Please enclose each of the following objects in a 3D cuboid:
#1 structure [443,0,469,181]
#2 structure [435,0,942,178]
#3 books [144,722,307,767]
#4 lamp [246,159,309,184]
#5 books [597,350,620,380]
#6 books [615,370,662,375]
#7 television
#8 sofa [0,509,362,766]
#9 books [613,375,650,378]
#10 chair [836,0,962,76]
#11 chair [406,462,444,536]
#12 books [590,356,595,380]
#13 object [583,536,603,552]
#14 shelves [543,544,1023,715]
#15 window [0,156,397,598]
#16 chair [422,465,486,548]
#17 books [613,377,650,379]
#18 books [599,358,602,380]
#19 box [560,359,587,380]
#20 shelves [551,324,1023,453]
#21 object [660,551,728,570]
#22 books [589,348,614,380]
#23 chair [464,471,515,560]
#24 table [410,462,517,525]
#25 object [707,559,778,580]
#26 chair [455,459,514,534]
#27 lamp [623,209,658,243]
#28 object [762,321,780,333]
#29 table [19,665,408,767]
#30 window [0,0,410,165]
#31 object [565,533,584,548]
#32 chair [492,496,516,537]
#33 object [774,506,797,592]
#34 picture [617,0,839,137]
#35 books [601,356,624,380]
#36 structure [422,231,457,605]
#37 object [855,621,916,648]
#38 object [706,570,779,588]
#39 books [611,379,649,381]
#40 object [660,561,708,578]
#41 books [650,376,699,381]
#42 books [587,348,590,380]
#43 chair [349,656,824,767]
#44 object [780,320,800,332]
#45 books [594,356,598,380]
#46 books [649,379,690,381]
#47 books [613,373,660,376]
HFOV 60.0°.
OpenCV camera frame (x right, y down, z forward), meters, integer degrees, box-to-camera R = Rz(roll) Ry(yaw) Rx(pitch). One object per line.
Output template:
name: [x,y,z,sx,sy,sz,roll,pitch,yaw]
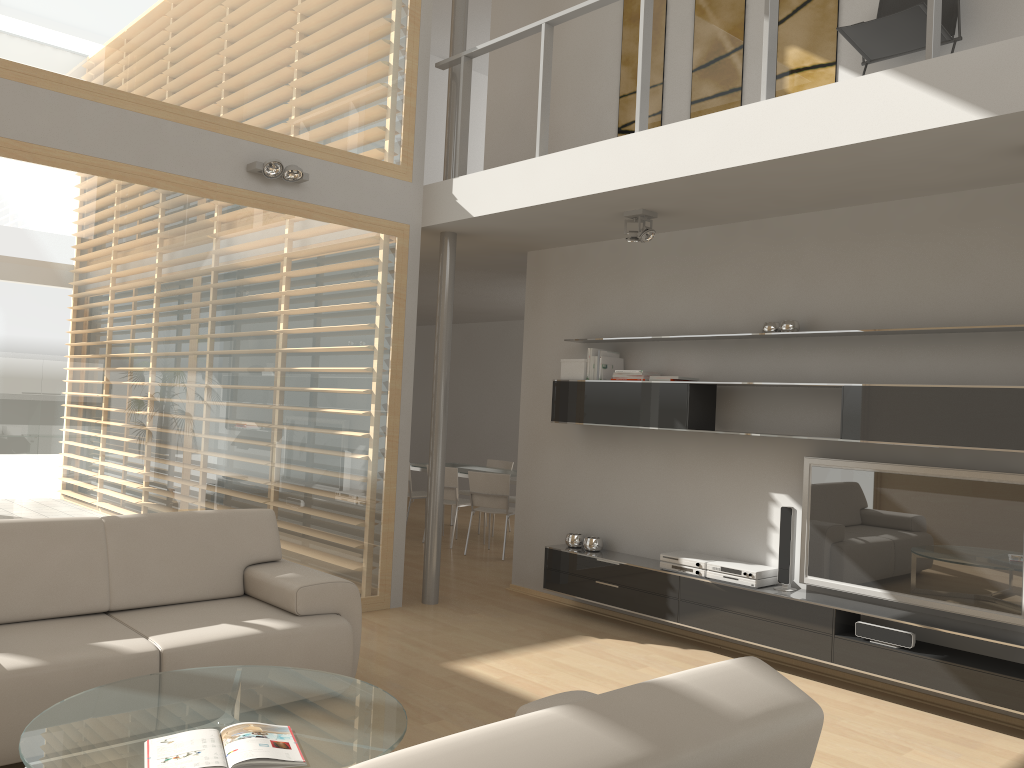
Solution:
structure: [-0.392,-2.605,6.548,0.121,2.400,0.122,2,-2,35]
structure: [1.281,-1.828,4.433,0.080,0.900,5.400,4,-2,-43]
books: [-0.859,1.087,2.649,0.440,0.037,0.297,3,-2,-23]
lamp: [-1.432,-1.311,5.489,0.360,0.110,0.183,4,-2,-43]
books: [0.676,-0.124,6.235,0.207,0.210,0.021,4,-2,-43]
books: [0.859,-0.078,6.019,0.227,0.017,0.230,1,-2,42]
television: [2.128,0.799,4.734,0.096,0.735,1.224,4,-2,-43]
sofa: [-1.785,1.041,3.972,2.093,0.846,1.168,4,-2,-43]
books: [0.843,-0.048,6.019,0.254,0.015,0.190,1,-2,43]
chair: [2.037,-1.749,4.647,0.537,0.825,0.628,4,-2,-43]
chair: [-1.052,1.247,9.763,0.501,0.807,0.455,4,-2,-33]
books: [0.643,-0.104,6.275,0.230,0.169,0.027,4,-2,-43]
object: [0.576,1.134,6.285,0.143,0.091,0.143,3,-2,-10]
shelves: [1.773,1.358,4.923,0.300,0.312,4.236,4,-2,-43]
window: [-1.795,0.150,5.323,2.525,2.500,0.020,4,-2,-43]
chair: [-0.588,1.255,9.221,0.455,0.807,0.501,1,-2,42]
books: [0.850,-0.035,6.013,0.190,0.011,0.268,4,-2,-41]
books: [0.687,-0.097,6.224,0.207,0.156,0.009,4,-2,-43]
box: [0.511,-0.097,6.379,0.232,0.149,0.232,4,-2,-43]
shelves: [1.831,0.161,4.954,0.300,0.914,4.236,4,-2,-43]
object: [1.148,1.117,5.622,0.262,0.049,0.349,4,-2,-43]
books: [0.636,-0.133,6.298,0.230,0.227,0.017,4,-2,-43]
chair: [-0.140,1.263,8.675,0.455,0.807,0.501,2,-2,27]
table: [-0.299,1.308,9.561,0.900,0.746,2.199,4,-2,-43]
object: [1.389,1.121,5.361,0.262,0.049,0.349,4,-2,-43]
chair: [-0.319,1.297,10.328,0.501,0.807,0.455,4,-2,-43]
lamp: [0.800,-0.974,5.532,0.150,0.195,0.214,4,-2,-43]
object: [1.577,-0.338,5.387,0.115,0.081,0.115,2,-2,28]
table: [-0.958,1.294,2.936,1.198,0.370,1.198,3,-2,-25]
window: [-1.658,-2.696,5.398,2.525,2.200,0.020,4,-2,-43]
object: [0.456,1.132,6.415,0.143,0.091,0.143,3,-2,-10]
chair: [0.123,1.306,9.862,0.501,0.807,0.455,4,-2,-43]
object: [1.608,0.959,5.188,0.111,0.483,0.116,1,-2,44]
picture: [1.382,-2.624,5.875,0.010,1.800,1.684,4,-2,-43]
books: [0.707,-0.102,6.222,0.230,0.169,0.023,4,-2,-43]
structure: [-0.529,0.241,6.473,0.121,2.700,0.122,2,-2,35]
object: [1.947,1.306,4.607,0.085,0.092,0.300,4,-2,-43]
object: [1.391,1.170,5.364,0.250,0.049,0.349,4,-2,-43]
books: [0.851,-0.023,6.009,0.210,0.013,0.297,4,-2,-43]
object: [1.146,1.165,5.621,0.262,0.049,0.349,4,-2,-43]
books: [1.062,-0.035,5.796,0.227,0.017,0.230,4,-2,-43]
books: [0.618,-0.133,6.307,0.230,0.227,0.017,4,-2,-43]
chair: [-0.010,1.076,2.031,1.562,0.846,1.165,4,-2,-43]
object: [1.645,-0.339,5.251,0.115,0.081,0.115,2,-2,28]
books: [0.668,-0.103,6.260,0.230,0.169,0.027,4,-2,-43]
books: [1.056,-0.019,5.808,0.254,0.015,0.190,4,-2,-36]
books: [0.846,-0.063,6.012,0.190,0.015,0.254,4,-2,-41]
